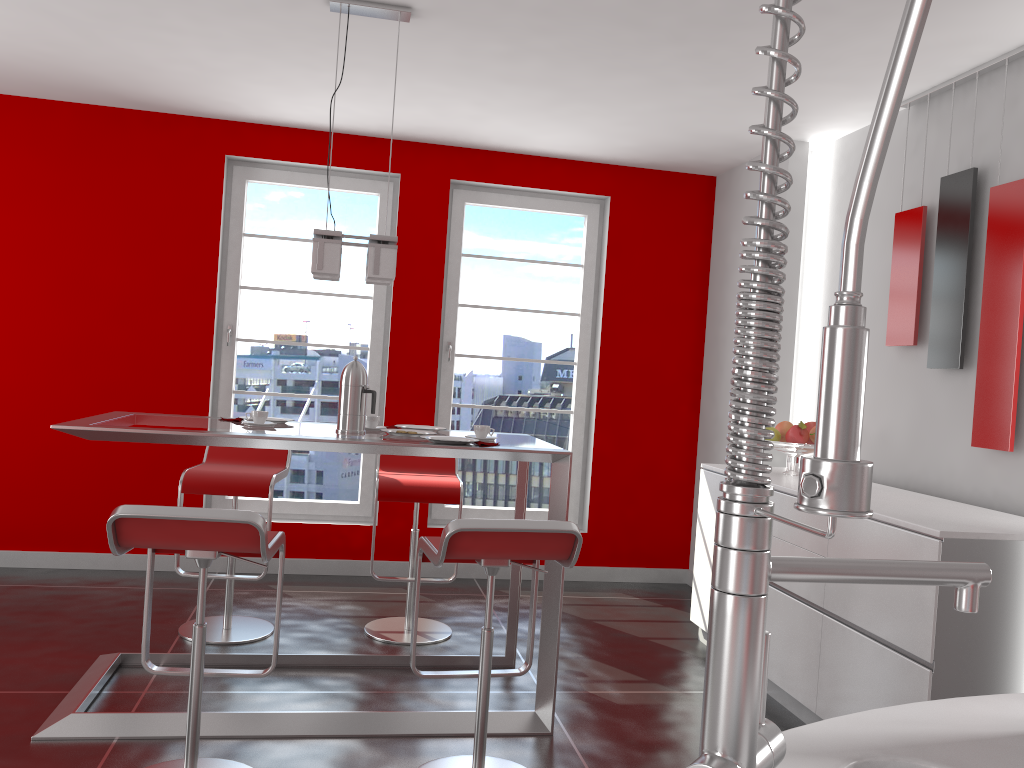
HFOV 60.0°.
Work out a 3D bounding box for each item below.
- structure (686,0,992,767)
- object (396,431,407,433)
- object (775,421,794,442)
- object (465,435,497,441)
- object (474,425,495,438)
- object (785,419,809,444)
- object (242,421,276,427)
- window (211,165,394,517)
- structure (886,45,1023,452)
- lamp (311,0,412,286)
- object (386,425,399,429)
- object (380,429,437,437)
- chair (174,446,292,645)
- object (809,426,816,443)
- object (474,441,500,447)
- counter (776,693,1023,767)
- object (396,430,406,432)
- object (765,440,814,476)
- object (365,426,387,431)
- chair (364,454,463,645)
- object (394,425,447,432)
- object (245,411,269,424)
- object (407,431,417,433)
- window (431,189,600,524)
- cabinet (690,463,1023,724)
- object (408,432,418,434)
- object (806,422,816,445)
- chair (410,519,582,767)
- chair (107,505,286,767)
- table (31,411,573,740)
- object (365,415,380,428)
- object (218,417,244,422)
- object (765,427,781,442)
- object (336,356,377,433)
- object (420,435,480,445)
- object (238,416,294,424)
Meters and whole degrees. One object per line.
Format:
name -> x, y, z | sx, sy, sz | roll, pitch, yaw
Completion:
structure -> 0.233, -0.071, 0.610 | 0.178, 0.920, 0.308 | 4, 1, 33
object -> -0.415, 0.182, 3.341 | 0.036, 0.006, 0.034 | 4, 1, 13
object -> 1.298, 0.229, 4.221 | 0.096, 0.105, 0.117 | 4, 1, 18
object -> -0.118, 0.207, 3.374 | 0.119, 0.016, 0.119 | 4, 1, 9
object -> -0.109, 0.184, 3.375 | 0.078, 0.049, 0.062 | 4, 1, -11
object -> 1.289, 0.219, 4.024 | 0.097, 0.133, 0.117 | 4, 1, -21
object -> -0.949, 0.151, 3.331 | 0.119, 0.016, 0.119 | 3, 1, -31
window -> -1.246, -0.237, 5.305 | 0.938, 2.038, 0.117 | 4, 1, -11
structure -> 1.796, -0.512, 3.615 | 0.040, 1.503, 0.820 | 4, 1, -11
lamp -> -0.566, -0.907, 3.341 | 0.304, 1.025, 0.304 | 4, 1, -11
object -> -0.514, 0.178, 3.640 | 0.095, 0.012, 0.234 | 4, 1, -12
object -> -0.392, 0.188, 3.364 | 0.217, 0.015, 0.217 | 4, 1, 27
chair -> -1.275, 0.700, 4.070 | 0.418, 0.857, 0.460 | 4, 1, -3
object -> 1.419, 0.234, 4.039 | 0.121, 0.101, 0.097 | 3, 1, -32
object -> -0.086, 0.212, 3.184 | 0.095, 0.012, 0.234 | 4, 1, -11
counter -> 0.841, 0.876, 0.366 | 1.868, 0.880, 2.865 | 4, 1, 23
object -> -0.423, 0.181, 3.381 | 0.034, 0.006, 0.036 | 4, 1, 1
object -> 1.306, 0.343, 4.114 | 0.398, 0.159, 0.398 | 4, 1, 39
object -> -0.556, 0.175, 3.510 | 0.119, 0.016, 0.119 | 4, 1, -13
chair -> -0.468, 0.753, 4.243 | 0.418, 0.857, 0.460 | 4, 1, -8
object -> -0.377, 0.185, 3.663 | 0.217, 0.015, 0.217 | 3, 1, -35
object -> -0.955, 0.126, 3.332 | 0.078, 0.049, 0.062 | 4, 1, 12
object -> -0.383, 0.184, 3.375 | 0.036, 0.006, 0.034 | 4, 1, 26
window -> 0.029, -0.153, 5.547 | 0.938, 2.038, 0.117 | 4, 1, -11
cabinet -> 1.376, 0.874, 3.588 | 0.610, 0.880, 1.802 | 4, 1, -11
object -> -0.374, 0.185, 3.333 | 0.034, 0.006, 0.036 | 4, 1, -22
object -> 1.408, 0.224, 4.167 | 0.117, 0.129, 0.150 | 4, 1, 37
chair -> -0.071, 0.798, 2.660 | 0.418, 0.857, 0.460 | 4, 1, -15
chair -> -0.892, 0.744, 2.510 | 0.418, 0.857, 0.460 | 4, 1, -6
table -> -0.728, 0.674, 3.351 | 1.700, 1.000, 0.800 | 4, 1, -11
object -> -0.561, 0.151, 3.514 | 0.078, 0.049, 0.062 | 4, 1, 29
object -> -1.117, 0.138, 3.519 | 0.095, 0.012, 0.234 | 4, 1, -12
object -> 1.197, 0.231, 4.114 | 0.100, 0.086, 0.083 | 4, 1, 39
object -> -0.580, 0.039, 3.338 | 0.149, 0.287, 0.113 | 4, 1, -3
object -> -0.222, 0.202, 3.164 | 0.217, 0.015, 0.217 | 4, 1, 26
object -> -0.980, 0.145, 3.542 | 0.217, 0.015, 0.217 | 4, 1, 13
